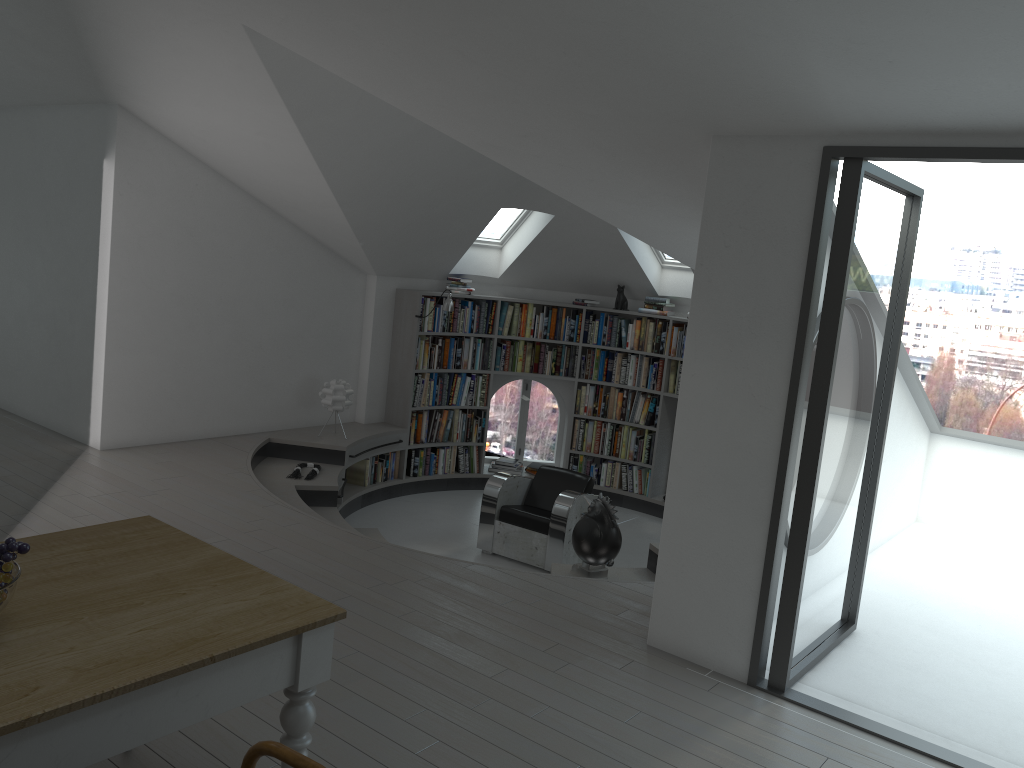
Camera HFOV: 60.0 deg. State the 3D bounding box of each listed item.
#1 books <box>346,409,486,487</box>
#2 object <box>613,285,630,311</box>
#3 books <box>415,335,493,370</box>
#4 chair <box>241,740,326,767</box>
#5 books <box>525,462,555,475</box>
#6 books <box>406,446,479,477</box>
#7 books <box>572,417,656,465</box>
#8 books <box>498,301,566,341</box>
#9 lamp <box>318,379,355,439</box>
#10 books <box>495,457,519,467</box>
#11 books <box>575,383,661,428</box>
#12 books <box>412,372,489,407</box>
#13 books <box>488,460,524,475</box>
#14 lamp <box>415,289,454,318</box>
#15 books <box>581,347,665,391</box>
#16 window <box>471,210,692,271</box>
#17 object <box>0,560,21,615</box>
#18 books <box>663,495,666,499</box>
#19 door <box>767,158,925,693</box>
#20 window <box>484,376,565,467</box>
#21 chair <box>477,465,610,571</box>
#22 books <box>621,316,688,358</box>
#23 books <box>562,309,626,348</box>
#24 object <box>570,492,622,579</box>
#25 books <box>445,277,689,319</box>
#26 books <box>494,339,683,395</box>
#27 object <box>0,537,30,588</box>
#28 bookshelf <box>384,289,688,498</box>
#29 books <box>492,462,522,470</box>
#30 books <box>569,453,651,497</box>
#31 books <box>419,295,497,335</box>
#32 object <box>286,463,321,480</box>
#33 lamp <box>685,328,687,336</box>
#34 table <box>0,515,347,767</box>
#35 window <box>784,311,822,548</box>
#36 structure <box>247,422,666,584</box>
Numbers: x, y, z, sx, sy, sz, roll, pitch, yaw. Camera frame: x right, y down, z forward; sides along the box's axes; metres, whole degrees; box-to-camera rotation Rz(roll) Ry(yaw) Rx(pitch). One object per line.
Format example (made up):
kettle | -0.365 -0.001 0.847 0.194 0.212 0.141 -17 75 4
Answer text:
books | -0.961 0.591 9.055 1.641 0.693 0.392 -1 10 -42
object | 1.165 -0.905 9.305 0.147 0.264 0.202 11 9 33
books | -0.663 -0.334 9.162 1.088 0.346 0.304 0 10 -37
chair | -0.643 1.146 1.747 0.623 0.732 0.528 12 9 37
books | 0.310 0.939 9.666 0.319 0.099 0.292 12 10 38
books | -0.747 0.772 9.305 0.918 0.318 0.284 0 9 -34
books | 1.139 0.590 9.431 1.033 0.356 0.293 9 8 22
books | 0.190 -0.684 9.457 0.792 0.372 0.270 5 7 -9
lamp | -1.611 0.222 8.097 0.306 0.523 0.306 9 8 26
books | -0.054 0.852 9.726 0.214 0.036 0.227 8 8 13
books | 1.167 0.207 9.391 0.999 0.350 0.298 9 8 21
books | -0.698 0.044 9.156 1.019 0.358 0.261 0 9 -35
books | -0.061 0.917 9.734 0.365 0.042 0.389 7 8 4
lamp | -0.734 -0.778 8.603 0.415 0.311 0.117 11 9 34
books | 1.223 -0.170 9.386 1.030 0.358 0.301 9 8 23
window | 1.266 -1.458 8.292 4.066 0.711 1.934 12 10 37
object | -1.328 0.515 2.022 0.360 0.159 0.361 9 8 17
books | 1.721 1.172 9.102 0.269 0.029 0.253 10 9 27
door | 1.626 0.186 4.253 0.080 2.339 1.052 11 8 37
window | 1.154 0.571 9.525 3.236 1.147 0.618 9 8 23
chair | 0.277 1.113 7.532 0.825 0.717 0.742 11 9 32
books | 1.782 -0.437 8.916 1.571 0.365 0.394 13 11 42
books | 0.867 -0.601 9.459 0.683 0.345 0.265 8 7 14
object | 0.541 0.965 5.631 0.320 0.561 0.321 7 7 10
books | 0.722 -0.892 9.197 2.815 0.173 0.750 7 8 8
books | 0.965 -0.177 9.290 2.532 0.369 0.592 9 8 18
object | -1.333 0.448 2.042 0.394 0.283 0.293 6 7 1
bookshelf | 1.080 0.287 8.493 4.345 1.874 2.110 12 10 37
books | -0.057 0.883 9.730 0.269 0.031 0.286 8 8 13
books | 1.084 0.946 9.476 1.020 0.305 0.288 9 8 22
books | -0.629 -0.714 9.097 1.032 0.360 0.301 0 9 -36
object | -1.725 0.732 7.425 0.218 0.082 0.475 6 8 0
lamp | 1.793 -0.421 8.569 0.113 0.564 0.358 12 9 43
table | -1.918 1.016 1.474 1.021 0.796 3.351 12 10 37
window | 1.770 0.236 5.014 0.104 1.465 1.471 11 9 37
structure | 0.158 1.112 7.490 4.707 0.691 4.728 5 8 -8
